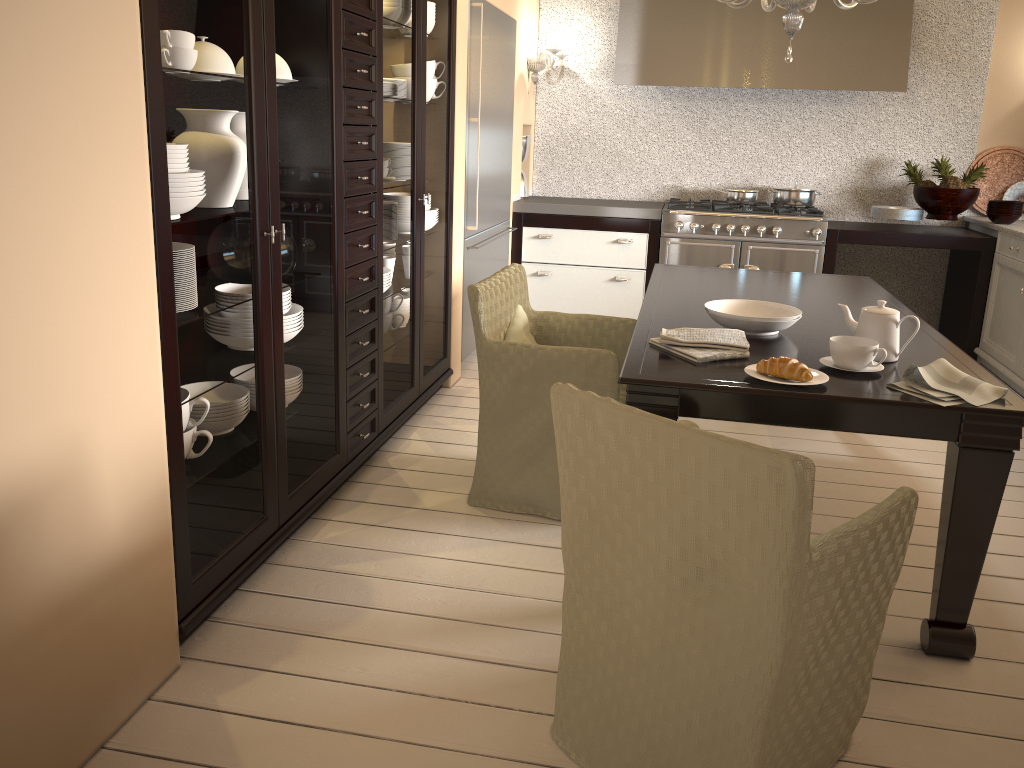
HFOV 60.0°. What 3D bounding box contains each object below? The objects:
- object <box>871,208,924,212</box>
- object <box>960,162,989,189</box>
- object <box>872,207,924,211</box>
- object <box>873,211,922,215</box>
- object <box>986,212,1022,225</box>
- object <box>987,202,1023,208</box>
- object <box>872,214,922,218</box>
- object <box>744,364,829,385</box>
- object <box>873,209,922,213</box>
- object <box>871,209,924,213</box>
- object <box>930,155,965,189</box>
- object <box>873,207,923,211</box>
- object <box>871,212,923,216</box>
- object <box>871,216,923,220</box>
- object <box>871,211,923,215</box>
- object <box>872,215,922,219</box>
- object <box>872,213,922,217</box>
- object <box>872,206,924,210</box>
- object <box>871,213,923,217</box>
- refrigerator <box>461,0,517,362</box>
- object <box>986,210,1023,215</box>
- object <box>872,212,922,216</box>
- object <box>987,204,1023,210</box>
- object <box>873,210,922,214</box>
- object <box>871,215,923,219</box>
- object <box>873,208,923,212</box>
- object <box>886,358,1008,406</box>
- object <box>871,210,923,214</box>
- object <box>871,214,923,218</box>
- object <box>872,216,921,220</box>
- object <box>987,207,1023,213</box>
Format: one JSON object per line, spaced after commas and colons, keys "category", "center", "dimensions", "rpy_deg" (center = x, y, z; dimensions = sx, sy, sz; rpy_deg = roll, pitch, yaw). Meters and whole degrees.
{"category": "object", "center": [2.223, -1.001, 5.115], "dimensions": [0.278, 0.011, 0.281], "rpy_deg": [1, 16, -2]}
{"category": "object", "center": [2.656, -1.169, 5.200], "dimensions": [0.275, 0.282, 0.139], "rpy_deg": [1, 14, -4]}
{"category": "object", "center": [2.223, -1.006, 5.114], "dimensions": [0.278, 0.011, 0.281], "rpy_deg": [1, 16, -2]}
{"category": "object", "center": [2.223, -0.987, 5.120], "dimensions": [0.278, 0.011, 0.281], "rpy_deg": [1, 16, -2]}
{"category": "object", "center": [2.772, -0.933, 5.004], "dimensions": [0.180, 0.062, 0.182], "rpy_deg": [-1, 16, -11]}
{"category": "object", "center": [2.775, -0.984, 4.991], "dimensions": [0.180, 0.064, 0.182], "rpy_deg": [7, 17, 18]}
{"category": "object", "center": [2.222, -0.970, 5.122], "dimensions": [0.278, 0.011, 0.281], "rpy_deg": [1, 16, -2]}
{"category": "object", "center": [0.655, -0.019, 2.119], "dimensions": [0.194, 0.014, 0.196], "rpy_deg": [-2, 16, -13]}
{"category": "object", "center": [2.224, -0.998, 5.116], "dimensions": [0.278, 0.011, 0.281], "rpy_deg": [1, 16, -2]}
{"category": "object", "center": [2.223, -0.995, 5.117], "dimensions": [0.278, 0.011, 0.281], "rpy_deg": [1, 16, -2]}
{"category": "object", "center": [2.509, -1.186, 5.123], "dimensions": [0.160, 0.276, 0.272], "rpy_deg": [0, 15, -7]}
{"category": "object", "center": [2.224, -1.008, 5.113], "dimensions": [0.278, 0.011, 0.281], "rpy_deg": [1, 16, -2]}
{"category": "object", "center": [2.223, -0.979, 5.121], "dimensions": [0.278, 0.011, 0.281], "rpy_deg": [1, 16, -2]}
{"category": "object", "center": [2.222, -0.958, 5.126], "dimensions": [0.278, 0.011, 0.281], "rpy_deg": [1, 16, -2]}
{"category": "object", "center": [2.223, -0.985, 5.119], "dimensions": [0.278, 0.011, 0.281], "rpy_deg": [1, 16, -2]}
{"category": "object", "center": [2.223, -0.965, 5.124], "dimensions": [0.278, 0.011, 0.281], "rpy_deg": [1, 16, -2]}
{"category": "object", "center": [2.223, -0.976, 5.122], "dimensions": [0.278, 0.011, 0.281], "rpy_deg": [1, 16, -2]}
{"category": "object", "center": [2.224, -1.011, 5.113], "dimensions": [0.278, 0.011, 0.281], "rpy_deg": [1, 16, -2]}
{"category": "object", "center": [2.222, -0.973, 5.122], "dimensions": [0.278, 0.011, 0.281], "rpy_deg": [1, 16, -2]}
{"category": "refrigerator", "center": [-0.419, -1.114, 4.780], "dimensions": [0.741, 1.719, 1.113], "rpy_deg": [5, 15, 10]}
{"category": "object", "center": [2.773, -0.945, 5.001], "dimensions": [0.180, 0.062, 0.182], "rpy_deg": [-1, 16, -11]}
{"category": "object", "center": [2.222, -0.982, 5.121], "dimensions": [0.278, 0.011, 0.281], "rpy_deg": [1, 16, -2]}
{"category": "object", "center": [2.772, -0.973, 4.994], "dimensions": [0.180, 0.066, 0.182], "rpy_deg": [3, 16, 3]}
{"category": "object", "center": [2.223, -0.992, 5.117], "dimensions": [0.278, 0.011, 0.281], "rpy_deg": [1, 16, -2]}
{"category": "object", "center": [2.222, -0.963, 5.125], "dimensions": [0.278, 0.011, 0.281], "rpy_deg": [1, 16, -2]}
{"category": "object", "center": [2.223, -1.003, 5.114], "dimensions": [0.278, 0.011, 0.281], "rpy_deg": [1, 16, -2]}
{"category": "object", "center": [1.009, -0.009, 2.042], "dimensions": [0.205, 0.062, 0.198], "rpy_deg": [-6, 18, -26]}
{"category": "object", "center": [2.223, -0.990, 5.118], "dimensions": [0.278, 0.011, 0.281], "rpy_deg": [1, 16, -2]}
{"category": "object", "center": [2.222, -0.968, 5.123], "dimensions": [0.278, 0.011, 0.281], "rpy_deg": [1, 16, -2]}
{"category": "object", "center": [2.222, -0.960, 5.125], "dimensions": [0.278, 0.011, 0.281], "rpy_deg": [1, 16, -2]}
{"category": "object", "center": [2.773, -0.958, 4.998], "dimensions": [0.180, 0.062, 0.182], "rpy_deg": [-1, 16, -11]}
